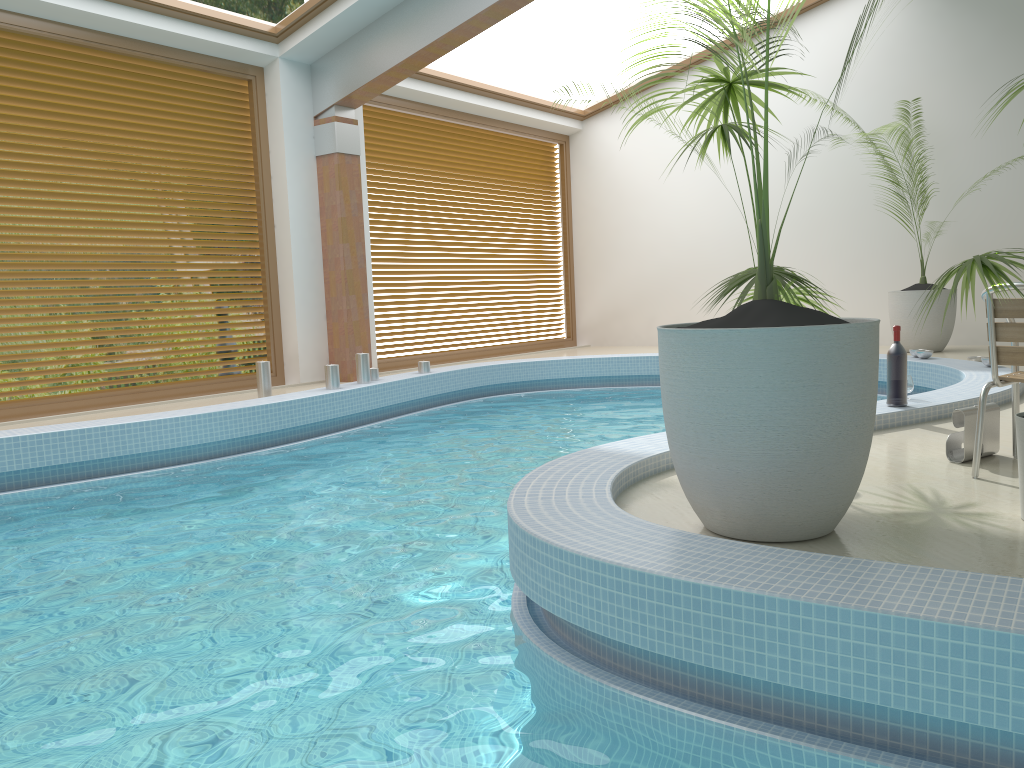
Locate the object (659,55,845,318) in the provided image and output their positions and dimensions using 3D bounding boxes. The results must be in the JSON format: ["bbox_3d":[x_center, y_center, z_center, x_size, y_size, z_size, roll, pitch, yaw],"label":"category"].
[{"bbox_3d":[0.971,-0.491,3.669,0.791,1.695,1.059,0,6,23],"label":"object"}]

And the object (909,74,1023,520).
[{"bbox_3d":[1.737,-0.422,2.625,0.791,1.695,1.059,-4,6,-18],"label":"object"}]

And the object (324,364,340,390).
[{"bbox_3d":[-1.454,-0.057,7.176,0.115,0.194,0.115,-4,6,-13],"label":"object"}]

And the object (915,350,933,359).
[{"bbox_3d":[3.518,-0.248,7.567,0.140,0.069,0.140,-2,6,5],"label":"object"}]

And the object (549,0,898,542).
[{"bbox_3d":[0.835,-1.044,2.833,2.729,2.960,2.979,-7,7,-36],"label":"object"}]

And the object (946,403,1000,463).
[{"bbox_3d":[1.935,0.201,3.721,0.272,0.223,0.081,-6,7,-33],"label":"object"}]

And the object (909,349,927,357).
[{"bbox_3d":[3.546,-0.267,7.747,0.140,0.069,0.140,-2,6,5],"label":"object"}]

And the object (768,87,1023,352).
[{"bbox_3d":[4.337,-1.805,9.025,2.979,2.960,2.729,-2,6,1],"label":"object"}]

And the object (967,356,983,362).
[{"bbox_3d":[4.009,-0.199,7.663,0.140,0.069,0.140,-2,6,5],"label":"object"}]

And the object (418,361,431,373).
[{"bbox_3d":[-0.830,-0.159,8.385,0.115,0.107,0.115,-3,6,-5],"label":"object"}]

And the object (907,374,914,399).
[{"bbox_3d":[2.249,0.016,5.084,0.102,0.137,0.102,3,8,45],"label":"object"}]

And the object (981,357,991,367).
[{"bbox_3d":[3.599,-0.162,6.656,0.140,0.069,0.140,-2,6,5],"label":"object"}]

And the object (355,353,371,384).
[{"bbox_3d":[-1.270,-0.133,7.562,0.115,0.254,0.115,-4,6,-13],"label":"object"}]

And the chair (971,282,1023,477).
[{"bbox_3d":[2.117,-0.025,3.297,0.563,0.727,0.618,-7,7,-41],"label":"chair"}]

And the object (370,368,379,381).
[{"bbox_3d":[-1.230,-0.085,7.805,0.115,0.107,0.115,-3,6,-5],"label":"object"}]

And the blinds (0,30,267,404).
[{"bbox_3d":[-3.662,-1.259,7.061,0.095,2.921,4.200,2,7,36],"label":"blinds"}]

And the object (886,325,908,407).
[{"bbox_3d":[2.077,-0.098,4.785,0.109,0.435,0.109,-4,6,-19],"label":"object"}]

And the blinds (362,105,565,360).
[{"bbox_3d":[-0.602,-1.800,11.217,0.095,2.921,4.414,2,7,36],"label":"blinds"}]

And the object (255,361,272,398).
[{"bbox_3d":[-2.032,-0.024,7.267,0.115,0.320,0.115,-3,6,-5],"label":"object"}]
